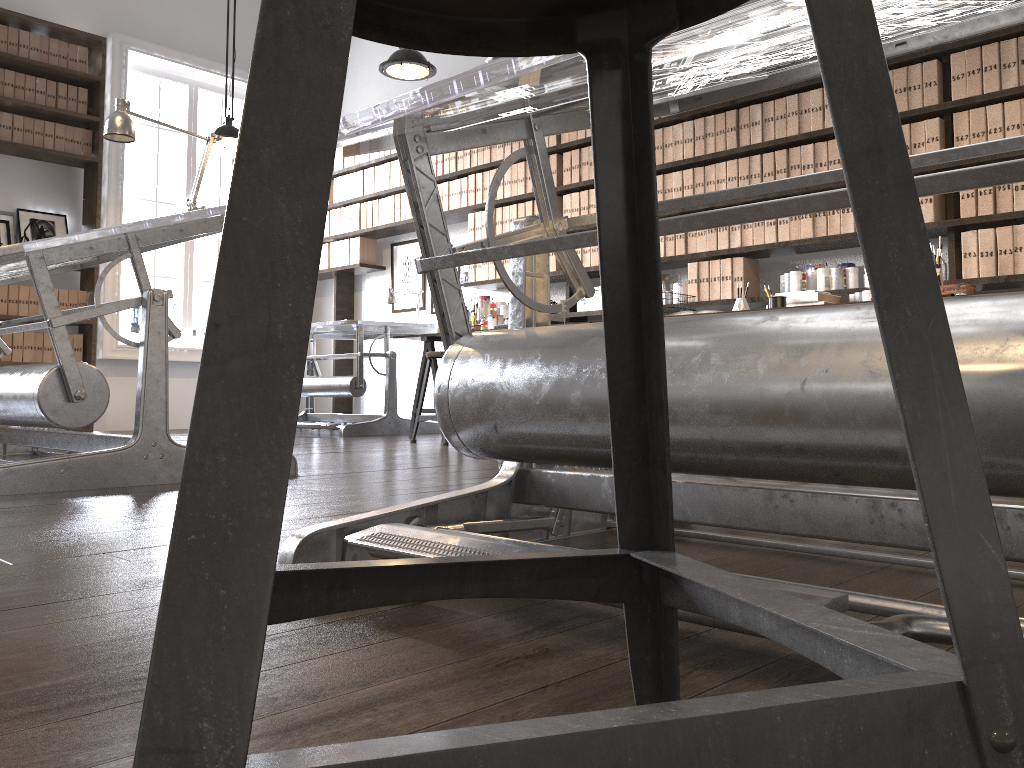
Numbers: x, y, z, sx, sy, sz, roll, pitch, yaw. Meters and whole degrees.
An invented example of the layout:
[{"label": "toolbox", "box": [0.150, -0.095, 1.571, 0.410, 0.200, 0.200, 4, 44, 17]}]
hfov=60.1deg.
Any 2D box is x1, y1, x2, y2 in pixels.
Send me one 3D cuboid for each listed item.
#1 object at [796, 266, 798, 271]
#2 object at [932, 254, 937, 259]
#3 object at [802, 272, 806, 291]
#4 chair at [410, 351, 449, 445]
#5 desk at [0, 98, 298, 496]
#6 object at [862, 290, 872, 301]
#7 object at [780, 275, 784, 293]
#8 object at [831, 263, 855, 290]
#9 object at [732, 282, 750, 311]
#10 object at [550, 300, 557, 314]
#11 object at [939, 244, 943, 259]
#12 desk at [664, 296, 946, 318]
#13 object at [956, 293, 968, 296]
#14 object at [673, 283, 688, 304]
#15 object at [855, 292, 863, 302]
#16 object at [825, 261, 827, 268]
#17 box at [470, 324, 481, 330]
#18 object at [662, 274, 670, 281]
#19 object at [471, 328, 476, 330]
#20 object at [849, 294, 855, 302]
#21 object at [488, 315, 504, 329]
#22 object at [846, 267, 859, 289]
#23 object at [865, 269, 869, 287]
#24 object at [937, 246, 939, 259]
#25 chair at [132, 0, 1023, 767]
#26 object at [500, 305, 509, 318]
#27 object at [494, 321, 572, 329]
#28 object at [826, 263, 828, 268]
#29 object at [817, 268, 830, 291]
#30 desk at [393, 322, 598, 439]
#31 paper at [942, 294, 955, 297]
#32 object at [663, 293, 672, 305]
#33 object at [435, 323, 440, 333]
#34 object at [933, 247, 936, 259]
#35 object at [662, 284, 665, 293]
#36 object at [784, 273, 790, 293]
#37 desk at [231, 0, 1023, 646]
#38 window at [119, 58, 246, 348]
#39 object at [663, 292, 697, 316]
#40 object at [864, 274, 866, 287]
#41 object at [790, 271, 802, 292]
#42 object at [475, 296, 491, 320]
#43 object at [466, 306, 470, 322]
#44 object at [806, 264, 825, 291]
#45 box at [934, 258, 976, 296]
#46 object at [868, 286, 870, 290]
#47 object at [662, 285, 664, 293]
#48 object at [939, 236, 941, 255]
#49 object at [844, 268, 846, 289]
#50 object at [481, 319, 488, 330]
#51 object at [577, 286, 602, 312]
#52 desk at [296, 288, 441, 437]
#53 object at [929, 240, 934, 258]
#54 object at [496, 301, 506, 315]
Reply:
[{"label": "object", "box": [1.522, -0.544, 4.684, 0.009, 0.169, 0.041, 4, -5, -43]}, {"label": "object", "box": [1.869, -0.508, 3.904, 0.038, 0.154, 0.008, 0, -4, 3]}, {"label": "object", "box": [1.511, -0.520, 4.618, 0.045, 0.128, 0.044, -3, -5, 44]}, {"label": "chair", "box": [-0.336, 0.084, 5.079, 0.358, 0.530, 0.371, 2, -4, -38]}, {"label": "desk", "box": [-1.732, -0.383, 3.360, 2.277, 1.391, 1.075, -2, -3, 44]}, {"label": "object", "box": [1.664, -0.386, 4.122, 0.062, 0.095, 0.061, 0, -3, 4]}, {"label": "object", "box": [1.459, -0.518, 4.709, 0.062, 0.120, 0.061, 0, -3, -5]}, {"label": "object", "box": [1.678, -0.537, 4.517, 0.205, 0.162, 0.094, 2, -4, -44]}, {"label": "object", "box": [1.212, -0.431, 4.680, 0.101, 0.210, 0.101, 0, -3, -1]}, {"label": "object", "box": [0.220, -0.500, 5.844, 0.170, 0.109, 0.091, -2, -3, 44]}, {"label": "object", "box": [1.879, -0.521, 3.902, 0.008, 0.187, 0.071, 0, -3, -4]}, {"label": "desk", "box": [1.307, 0.001, 4.252, 1.666, 0.671, 0.654, -1, -3, 44]}, {"label": "object", "box": [1.896, -0.362, 3.732, 0.049, 0.037, 0.049, 2, -3, -42]}, {"label": "object", "box": [0.979, -0.515, 5.123, 0.094, 0.128, 0.094, 2, -4, -39]}, {"label": "object", "box": [1.655, -0.385, 4.191, 0.063, 0.094, 0.062, 0, -3, -5]}, {"label": "object", "box": [1.613, -0.546, 4.529, 0.029, 0.169, 0.004, 2, -4, -24]}, {"label": "box", "box": [-0.284, -0.357, 5.965, 0.211, 0.083, 0.137, -1, -2, 44]}, {"label": "object", "box": [0.839, -0.588, 5.319, 0.181, 0.273, 0.156, -1, -4, 28]}, {"label": "object", "box": [-0.300, -0.338, 5.736, 0.132, 0.051, 0.196, 0, -1, -17]}, {"label": "object", "box": [1.655, -0.384, 4.258, 0.062, 0.095, 0.061, 0, -3, -5]}, {"label": "object", "box": [-0.108, -0.382, 5.816, 0.105, 0.142, 0.104, -2, -4, 36]}, {"label": "object", "box": [1.707, -0.522, 4.442, 0.062, 0.120, 0.061, -1, -3, 12]}, {"label": "object", "box": [1.746, -0.514, 4.297, 0.062, 0.096, 0.061, 1, -3, -14]}, {"label": "object", "box": [1.873, -0.517, 3.896, 0.021, 0.181, 0.005, 2, -4, -27]}, {"label": "chair", "box": [-0.001, 0.012, 0.429, 0.358, 0.530, 0.371, 1, -3, -18]}, {"label": "object", "box": [-0.049, -0.489, 6.069, 0.062, 0.095, 0.061, -2, -3, 30]}, {"label": "object", "box": [0.156, -0.337, 5.227, 0.445, 0.034, 0.311, -1, -1, 44]}, {"label": "object", "box": [1.622, -0.547, 4.528, 0.036, 0.149, 0.005, 2, -4, -23]}, {"label": "object", "box": [1.574, -0.522, 4.475, 0.062, 0.120, 0.061, -1, -3, 12]}, {"label": "desk", "box": [0.039, 0.017, 5.476, 1.666, 0.671, 0.654, -1, -3, 44]}, {"label": "paper", "box": [1.773, -0.361, 3.764, 0.137, 0.038, 0.155, 1, -1, -31]}, {"label": "object", "box": [0.955, -0.497, 5.200, 0.181, 0.094, 0.062, 1, -3, -32]}, {"label": "object", "box": [-0.493, -0.365, 6.061, 0.068, 0.105, 0.068, 3, -4, -41]}, {"label": "object", "box": [1.882, -0.521, 3.920, 0.006, 0.183, 0.053, 0, -4, -3]}, {"label": "object", "box": [0.896, -0.525, 5.183, 0.041, 0.125, 0.008, -2, -4, 33]}, {"label": "object", "box": [1.459, -0.519, 4.643, 0.063, 0.118, 0.062, 0, -3, -5]}, {"label": "desk", "box": [0.677, -0.414, 1.033, 2.066, 1.391, 1.075, -2, -3, 44]}, {"label": "window", "box": [-2.668, -1.421, 7.324, 0.153, 2.317, 1.243, -4, -5, 44]}, {"label": "object", "box": [0.859, -0.405, 4.846, 0.203, 0.161, 0.283, -2, -3, 44]}, {"label": "object", "box": [1.769, -0.502, 4.380, 0.054, 0.081, 0.054, -2, -4, 34]}, {"label": "object", "box": [1.468, -0.521, 4.573, 0.062, 0.120, 0.061, 0, -3, 4]}, {"label": "object", "box": [-0.203, -0.528, 6.218, 0.107, 0.177, 0.106, 3, -4, -44]}, {"label": "object", "box": [-0.325, -0.425, 6.138, 0.069, 0.230, 0.068, -3, -5, 41]}, {"label": "object", "box": [1.577, -0.536, 4.598, 0.095, 0.162, 0.094, -3, -4, 40]}, {"label": "box", "box": [1.891, -0.447, 3.869, 0.211, 0.208, 0.137, -2, -4, 44]}, {"label": "object", "box": [1.717, -0.404, 4.238, 0.004, 0.134, 0.029, 4, -5, -41]}, {"label": "object", "box": [0.889, -0.518, 5.182, 0.028, 0.127, 0.004, -3, -5, 42]}, {"label": "object", "box": [1.891, -0.541, 3.915, 0.020, 0.229, 0.007, 1, -4, -15]}, {"label": "object", "box": [1.677, -0.522, 4.497, 0.045, 0.128, 0.044, 2, -4, -28]}, {"label": "object", "box": [-0.183, -0.368, 5.833, 0.049, 0.112, 0.049, -3, -4, 41]}, {"label": "object", "box": [0.562, -0.525, 5.569, 0.316, 0.153, 0.192, -1, -2, 43]}, {"label": "desk", "box": [-1.157, -0.187, 6.603, 1.267, 1.101, 1.069, -2, -3, 44]}, {"label": "object", "box": [1.867, -0.533, 3.917, 0.007, 0.215, 0.055, 3, -5, -39]}, {"label": "object", "box": [-0.077, -0.510, 6.199, 0.070, 0.131, 0.070, 1, -3, -8]}]
